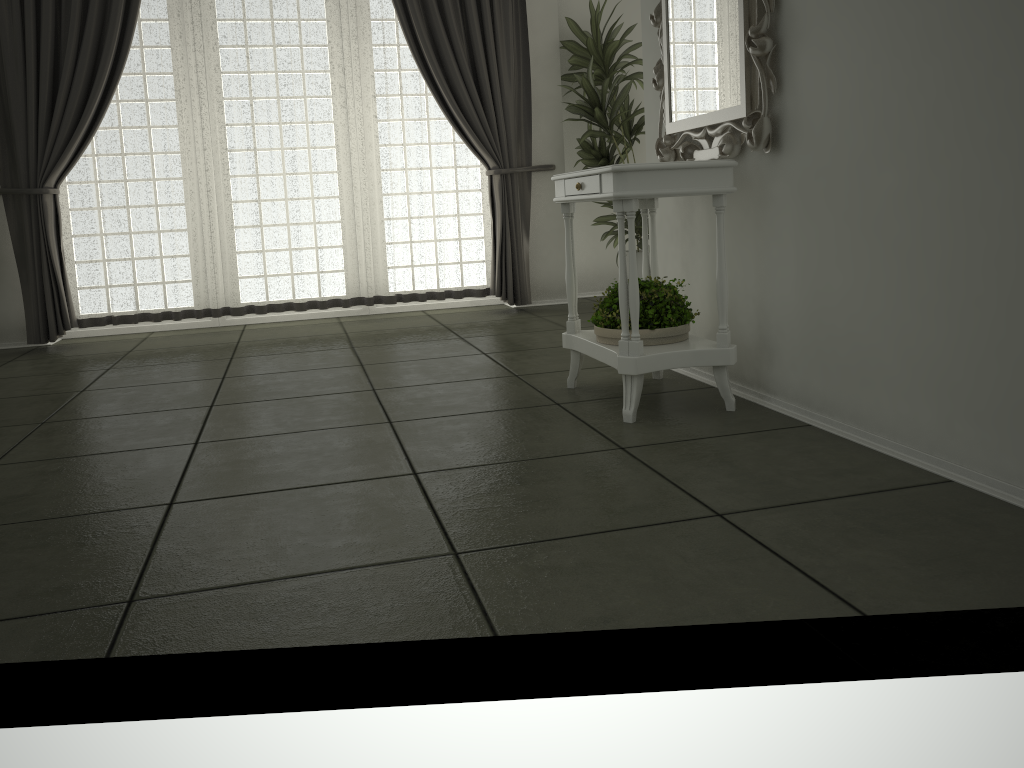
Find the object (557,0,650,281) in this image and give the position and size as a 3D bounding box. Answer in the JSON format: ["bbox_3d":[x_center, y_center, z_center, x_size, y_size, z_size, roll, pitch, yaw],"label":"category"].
[{"bbox_3d":[0.908,-1.603,5.992,1.161,2.075,1.051,-2,7,4],"label":"object"}]

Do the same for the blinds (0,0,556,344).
[{"bbox_3d":[-1.484,-1.663,5.643,3.666,2.577,0.666,-5,7,-14],"label":"blinds"}]

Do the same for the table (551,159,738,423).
[{"bbox_3d":[0.442,-0.346,3.072,0.433,0.797,0.705,-5,9,-13],"label":"table"}]

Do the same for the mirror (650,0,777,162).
[{"bbox_3d":[0.662,-1.376,3.040,0.082,1.196,0.846,-4,8,-13],"label":"mirror"}]

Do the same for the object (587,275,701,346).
[{"bbox_3d":[0.454,-0.274,3.082,0.375,0.229,0.350,-6,10,-18],"label":"object"}]
